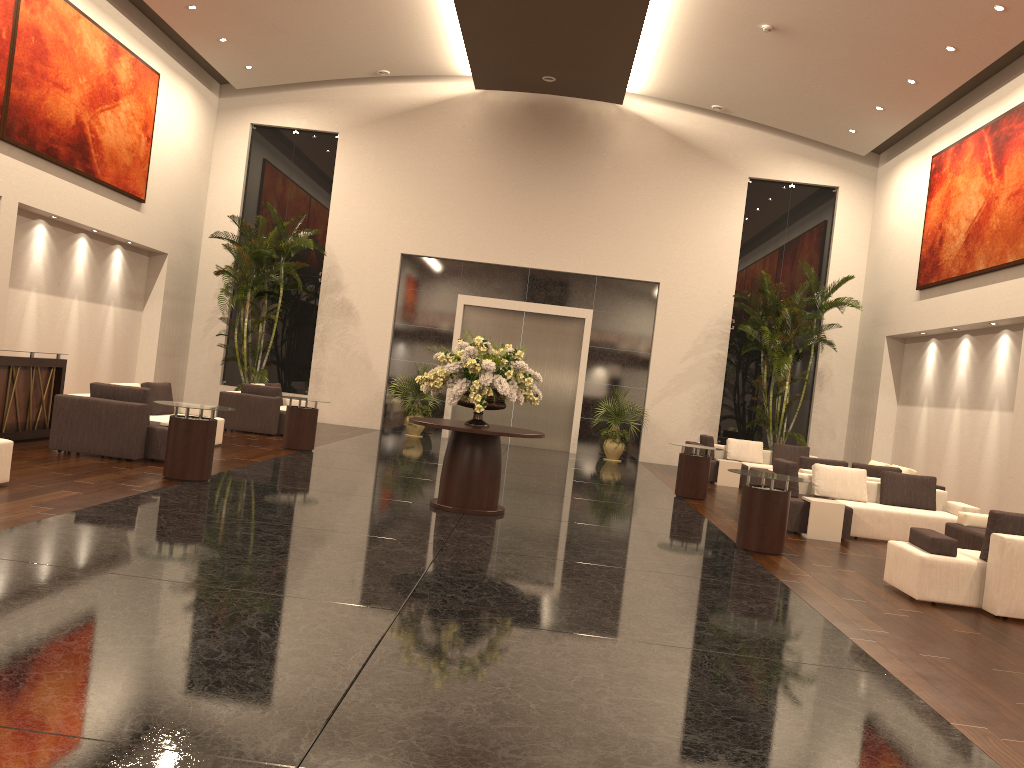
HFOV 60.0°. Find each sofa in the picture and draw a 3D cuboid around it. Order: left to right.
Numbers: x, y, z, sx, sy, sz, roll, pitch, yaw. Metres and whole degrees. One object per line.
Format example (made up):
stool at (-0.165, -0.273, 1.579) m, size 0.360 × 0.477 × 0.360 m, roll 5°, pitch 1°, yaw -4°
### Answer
sofa at (-4.875, 0.432, 6.531) m, size 1.291 × 0.862 × 2.846 m, roll 7°, pitch 0°, yaw 2°
sofa at (-4.664, 0.439, 11.700) m, size 1.291 × 0.862 × 2.846 m, roll 7°, pitch 0°, yaw 2°
sofa at (-4.452, 0.446, 16.886) m, size 1.291 × 0.862 × 2.846 m, roll 7°, pitch 0°, yaw 2°
sofa at (4.827, 1.547, 17.106) m, size 2.846 × 0.862 × 1.291 m, roll 7°, pitch 0°, yaw 2°
sofa at (5.008, 1.578, 14.478) m, size 2.586 × 0.862 × 3.366 m, roll 7°, pitch 0°, yaw 2°
sofa at (4.596, 1.540, 11.438) m, size 2.846 × 0.862 × 1.291 m, roll 7°, pitch 0°, yaw 2°
sofa at (4.777, 1.571, 8.810) m, size 2.586 × 0.862 × 3.366 m, roll 7°, pitch 0°, yaw 2°

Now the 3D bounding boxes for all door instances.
door at (0.108, -0.127, 20.169) m, size 2.767 × 3.048 × 0.040 m, roll 7°, pitch 0°, yaw 2°

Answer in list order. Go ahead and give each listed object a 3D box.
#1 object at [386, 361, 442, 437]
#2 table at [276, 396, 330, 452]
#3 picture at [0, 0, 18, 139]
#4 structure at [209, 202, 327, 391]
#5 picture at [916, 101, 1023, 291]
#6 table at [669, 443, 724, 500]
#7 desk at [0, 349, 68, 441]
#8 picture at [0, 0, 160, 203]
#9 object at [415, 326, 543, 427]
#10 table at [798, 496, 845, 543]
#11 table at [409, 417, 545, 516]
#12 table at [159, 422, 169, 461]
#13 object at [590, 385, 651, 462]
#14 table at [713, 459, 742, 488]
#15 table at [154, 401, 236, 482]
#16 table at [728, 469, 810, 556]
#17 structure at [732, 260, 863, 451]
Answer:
object at (-2.039, 0.312, 19.437) m, size 1.297 × 1.682 × 1.373 m, roll 7°, pitch 0°, yaw 35°
table at (-3.292, 0.626, 13.823) m, size 0.833 × 0.795 × 0.844 m, roll 7°, pitch 0°, yaw -37°
picture at (-7.279, -4.772, 10.434) m, size 0.070 × 2.526 × 4.515 m, roll 7°, pitch 0°, yaw 2°
structure at (-5.409, -1.562, 19.160) m, size 2.436 × 4.611 × 2.531 m, roll 7°, pitch 0°, yaw -26°
picture at (7.655, -3.012, 14.348) m, size 0.070 × 2.526 × 4.515 m, roll 7°, pitch 0°, yaw 2°
table at (2.776, 1.348, 13.575) m, size 0.833 × 0.795 × 0.844 m, roll 7°, pitch 0°, yaw -37°
desk at (-6.312, 0.117, 10.972) m, size 0.760 × 1.114 × 1.634 m, roll 7°, pitch 0°, yaw 2°
picture at (-7.094, -4.766, 14.952) m, size 0.070 × 2.526 × 4.515 m, roll 7°, pitch 0°, yaw 2°
object at (-0.296, -0.082, 9.775) m, size 1.453 × 1.097 × 1.402 m, roll 7°, pitch 0°, yaw -42°
table at (3.767, 1.647, 10.813) m, size 0.400 × 0.460 × 0.400 m, roll 7°, pitch 0°, yaw 2°
table at (-0.441, 0.916, 9.782) m, size 1.498 × 0.921 × 1.498 m, roll 7°, pitch 0°, yaw -7°
table at (-4.067, 0.716, 10.891) m, size 0.400 × 0.460 × 0.400 m, roll 7°, pitch 0°, yaw 2°
object at (2.257, 0.823, 19.209) m, size 1.297 × 1.682 × 1.373 m, roll 7°, pitch 0°, yaw 40°
table at (3.998, 1.654, 16.481) m, size 0.400 × 0.460 × 0.400 m, roll 7°, pitch 0°, yaw 2°
table at (-3.440, 0.624, 9.503) m, size 0.833 × 0.795 × 0.844 m, roll 7°, pitch 0°, yaw -37°
table at (2.628, 1.346, 9.255) m, size 0.833 × 0.795 × 0.844 m, roll 7°, pitch 0°, yaw -37°
structure at (5.725, -0.238, 18.562) m, size 2.436 × 4.611 × 2.531 m, roll 7°, pitch 0°, yaw -26°
